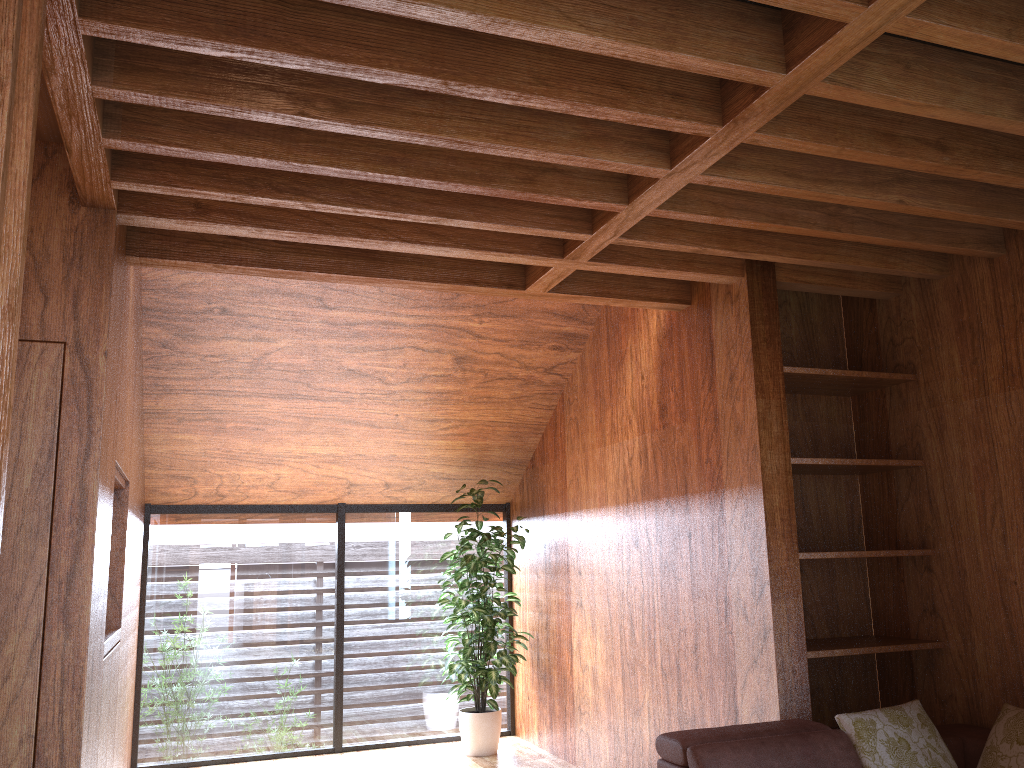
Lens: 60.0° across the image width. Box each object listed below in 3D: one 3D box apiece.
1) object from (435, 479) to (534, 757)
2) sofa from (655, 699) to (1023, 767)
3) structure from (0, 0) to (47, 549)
[{"bbox_3d":[-0.190,1.442,5.607,0.640,1.688,0.677,1,-11,-13],"label":"object"},{"bbox_3d":[1.439,1.181,2.127,1.709,0.759,2.494,3,-12,-20],"label":"sofa"},{"bbox_3d":[-1.245,0.328,1.427,0.833,2.296,2.437,3,-12,-20],"label":"structure"}]
